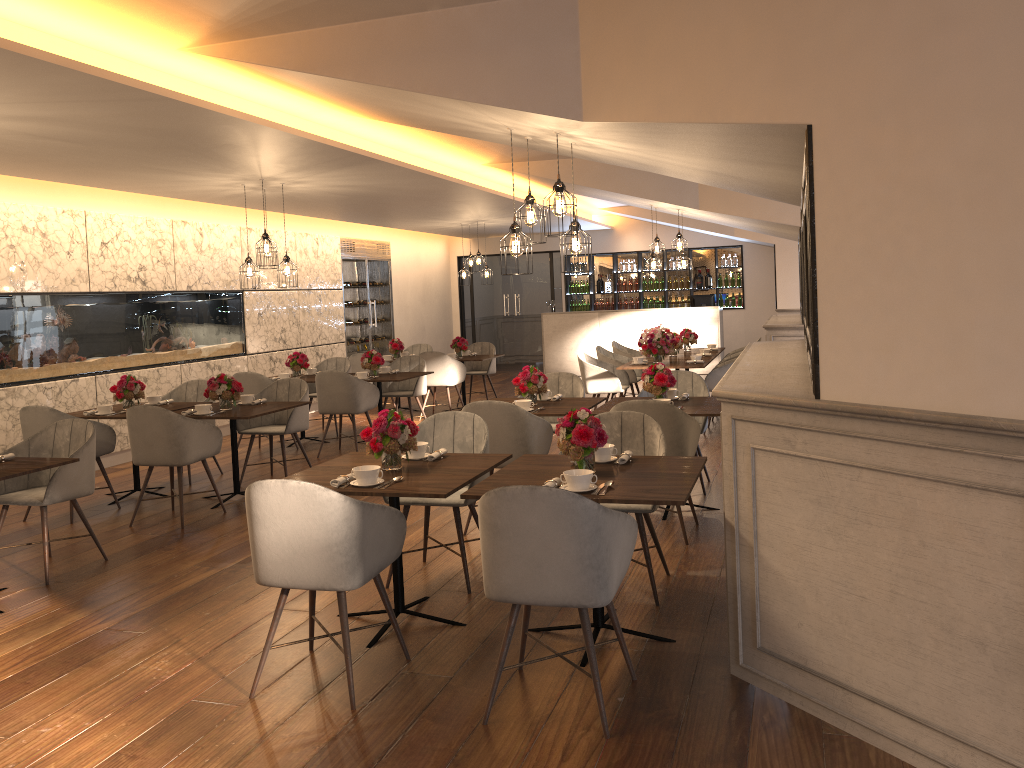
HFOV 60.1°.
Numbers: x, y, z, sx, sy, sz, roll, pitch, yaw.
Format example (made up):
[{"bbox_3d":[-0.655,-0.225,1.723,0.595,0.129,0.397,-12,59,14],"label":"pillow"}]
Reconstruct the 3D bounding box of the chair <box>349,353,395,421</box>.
[{"bbox_3d":[-1.814,0.015,11.476,0.564,0.870,0.528,-1,3,18],"label":"chair"}]

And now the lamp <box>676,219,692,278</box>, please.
[{"bbox_3d":[1.933,-2.253,10.125,0.175,2.066,0.175,-2,3,19],"label":"lamp"}]

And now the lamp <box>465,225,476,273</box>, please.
[{"bbox_3d":[-0.685,-2.781,13.938,0.175,2.066,0.175,-2,3,19],"label":"lamp"}]

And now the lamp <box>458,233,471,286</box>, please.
[{"bbox_3d":[-0.776,-2.552,13.634,0.175,2.066,0.175,-2,3,19],"label":"lamp"}]

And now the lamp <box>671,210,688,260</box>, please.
[{"bbox_3d":[1.825,-2.410,9.804,0.175,2.066,0.175,-2,3,19],"label":"lamp"}]

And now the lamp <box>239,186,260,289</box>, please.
[{"bbox_3d":[-2.498,-1.922,8.257,0.175,2.066,0.175,-2,3,19],"label":"lamp"}]

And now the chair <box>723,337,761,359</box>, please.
[{"bbox_3d":[2.842,-0.144,11.014,0.526,0.870,0.567,-1,4,18],"label":"chair"}]

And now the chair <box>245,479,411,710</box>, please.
[{"bbox_3d":[-0.754,0.759,3.546,0.564,0.870,0.528,-1,3,18],"label":"chair"}]

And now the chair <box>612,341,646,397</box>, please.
[{"bbox_3d":[1.573,-0.127,11.404,0.526,0.870,0.567,-1,4,18],"label":"chair"}]

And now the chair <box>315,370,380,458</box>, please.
[{"bbox_3d":[-1.656,0.272,8.825,0.564,0.870,0.528,-1,3,18],"label":"chair"}]

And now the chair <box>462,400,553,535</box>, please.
[{"bbox_3d":[-0.046,0.508,5.756,0.564,0.870,0.528,-1,3,18],"label":"chair"}]

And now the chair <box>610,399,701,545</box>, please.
[{"bbox_3d":[0.866,0.497,5.462,0.564,0.870,0.528,-1,3,18],"label":"chair"}]

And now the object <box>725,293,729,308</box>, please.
[{"bbox_3d":[3.883,-1.512,16.003,0.065,0.261,0.066,-3,3,-3],"label":"object"}]

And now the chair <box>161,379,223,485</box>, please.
[{"bbox_3d":[-2.935,0.418,7.926,0.564,0.870,0.528,-1,3,18],"label":"chair"}]

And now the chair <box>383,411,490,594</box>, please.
[{"bbox_3d":[-0.379,0.616,4.819,0.564,0.870,0.528,-1,3,18],"label":"chair"}]

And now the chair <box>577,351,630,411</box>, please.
[{"bbox_3d":[1.001,0.076,9.617,0.526,0.870,0.567,-1,4,18],"label":"chair"}]

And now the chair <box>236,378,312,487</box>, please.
[{"bbox_3d":[-2.022,0.407,7.632,0.564,0.870,0.528,-1,3,18],"label":"chair"}]

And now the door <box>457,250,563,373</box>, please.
[{"bbox_3d":[0.013,-1.379,17.301,2.105,2.328,0.274,-1,3,18],"label":"door"}]

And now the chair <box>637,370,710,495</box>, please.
[{"bbox_3d":[1.241,0.353,6.735,0.564,0.870,0.528,-1,3,18],"label":"chair"}]

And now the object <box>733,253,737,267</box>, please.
[{"bbox_3d":[4.000,-2.227,15.893,0.070,0.235,0.041,-2,3,17],"label":"object"}]

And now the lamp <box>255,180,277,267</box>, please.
[{"bbox_3d":[-2.259,-2.096,7.957,0.175,2.066,0.175,-2,3,19],"label":"lamp"}]

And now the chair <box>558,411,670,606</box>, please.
[{"bbox_3d":[0.533,0.605,4.525,0.564,0.870,0.528,-1,3,18],"label":"chair"}]

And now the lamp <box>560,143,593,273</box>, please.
[{"bbox_3d":[0.333,-1.684,5.130,0.175,2.066,0.175,-2,3,19],"label":"lamp"}]

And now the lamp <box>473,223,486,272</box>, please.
[{"bbox_3d":[-0.537,-2.727,13.334,0.175,2.066,0.175,-2,3,19],"label":"lamp"}]

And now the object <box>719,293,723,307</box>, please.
[{"bbox_3d":[3.778,-1.511,16.036,0.065,0.263,0.066,-3,3,-3],"label":"object"}]

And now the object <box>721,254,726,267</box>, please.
[{"bbox_3d":[3.809,-2.225,15.954,0.070,0.235,0.041,-2,3,17],"label":"object"}]

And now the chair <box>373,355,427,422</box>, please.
[{"bbox_3d":[-1.237,0.128,10.084,0.564,0.870,0.528,-1,3,18],"label":"chair"}]

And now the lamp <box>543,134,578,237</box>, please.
[{"bbox_3d":[0.225,-1.842,4.810,0.175,2.066,0.175,-2,3,19],"label":"lamp"}]

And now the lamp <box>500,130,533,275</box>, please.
[{"bbox_3d":[-0.015,-1.667,5.110,0.175,2.066,0.175,-2,3,19],"label":"lamp"}]

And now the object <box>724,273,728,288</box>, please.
[{"bbox_3d":[3.867,-1.873,15.988,0.065,0.261,0.066,-3,3,-3],"label":"object"}]

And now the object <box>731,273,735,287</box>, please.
[{"bbox_3d":[3.972,-1.874,15.954,0.065,0.261,0.066,-3,3,-3],"label":"object"}]

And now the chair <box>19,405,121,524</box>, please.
[{"bbox_3d":[-3.354,0.562,6.667,0.564,0.870,0.528,-1,3,18],"label":"chair"}]

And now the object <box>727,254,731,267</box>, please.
[{"bbox_3d":[3.904,-2.226,15.923,0.070,0.235,0.041,-2,3,17],"label":"object"}]

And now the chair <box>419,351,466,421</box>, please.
[{"bbox_3d":[-0.901,0.004,11.182,0.564,0.870,0.528,-1,3,18],"label":"chair"}]

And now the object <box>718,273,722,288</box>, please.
[{"bbox_3d":[3.762,-1.873,16.021,0.065,0.263,0.066,-3,3,-3],"label":"object"}]

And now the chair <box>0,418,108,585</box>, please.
[{"bbox_3d":[-2.777,0.676,5.276,0.564,0.870,0.528,-1,3,18],"label":"chair"}]

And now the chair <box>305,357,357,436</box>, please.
[{"bbox_3d":[-2.149,0.139,10.378,0.564,0.870,0.528,-1,3,18],"label":"chair"}]

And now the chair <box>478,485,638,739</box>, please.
[{"bbox_3d":[0.159,0.748,3.252,0.564,0.870,0.528,-1,3,18],"label":"chair"}]

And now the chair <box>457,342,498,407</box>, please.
[{"bbox_3d":[-0.482,-0.140,12.440,0.564,0.870,0.528,-1,3,18],"label":"chair"}]

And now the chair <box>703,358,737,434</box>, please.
[{"bbox_3d":[2.270,0.059,9.227,0.526,0.870,0.567,-1,4,18],"label":"chair"}]

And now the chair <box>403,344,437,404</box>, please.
[{"bbox_3d":[-1.395,-0.129,12.734,0.564,0.870,0.528,-1,3,18],"label":"chair"}]

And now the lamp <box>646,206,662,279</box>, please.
[{"bbox_3d":[1.585,-2.236,10.104,0.175,2.066,0.175,-2,3,19],"label":"lamp"}]

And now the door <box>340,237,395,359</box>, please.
[{"bbox_3d":[-2.260,-1.067,14.110,0.134,2.462,1.864,-2,4,18],"label":"door"}]

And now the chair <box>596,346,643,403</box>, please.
[{"bbox_3d":[1.287,-0.025,10.511,0.526,0.870,0.567,-1,4,18],"label":"chair"}]

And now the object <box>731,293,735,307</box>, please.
[{"bbox_3d":[3.988,-1.513,15.969,0.065,0.261,0.066,-3,3,-3],"label":"object"}]

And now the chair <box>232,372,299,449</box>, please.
[{"bbox_3d":[-2.568,0.283,9.119,0.564,0.870,0.528,-1,3,18],"label":"chair"}]

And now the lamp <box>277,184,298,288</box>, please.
[{"bbox_3d":[-2.150,-1.939,8.278,0.175,2.066,0.175,-2,3,19],"label":"lamp"}]

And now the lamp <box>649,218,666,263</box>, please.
[{"bbox_3d":[1.677,-2.464,10.409,0.175,2.066,0.175,-2,3,19],"label":"lamp"}]

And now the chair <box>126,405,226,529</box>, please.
[{"bbox_3d":[-2.441,0.551,6.373,0.564,0.870,0.528,-1,3,18],"label":"chair"}]

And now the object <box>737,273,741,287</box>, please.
[{"bbox_3d":[4.077,-1.875,15.920,0.065,0.261,0.066,-3,3,-3],"label":"object"}]

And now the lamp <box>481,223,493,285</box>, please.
[{"bbox_3d":[-0.429,-2.570,13.655,0.175,2.066,0.175,-2,3,19],"label":"lamp"}]

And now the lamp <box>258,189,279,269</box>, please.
[{"bbox_3d":[-2.407,-2.150,8.562,0.175,2.066,0.175,-2,3,19],"label":"lamp"}]

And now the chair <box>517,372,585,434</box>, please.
[{"bbox_3d":[0.328,0.364,7.029,0.564,0.870,0.528,-1,3,18],"label":"chair"}]

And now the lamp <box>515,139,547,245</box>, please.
[{"bbox_3d":[0.077,-1.896,5.414,0.175,2.066,0.175,-2,3,19],"label":"lamp"}]

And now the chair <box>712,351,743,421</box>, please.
[{"bbox_3d":[2.556,-0.042,10.121,0.526,0.870,0.567,-1,4,18],"label":"chair"}]
